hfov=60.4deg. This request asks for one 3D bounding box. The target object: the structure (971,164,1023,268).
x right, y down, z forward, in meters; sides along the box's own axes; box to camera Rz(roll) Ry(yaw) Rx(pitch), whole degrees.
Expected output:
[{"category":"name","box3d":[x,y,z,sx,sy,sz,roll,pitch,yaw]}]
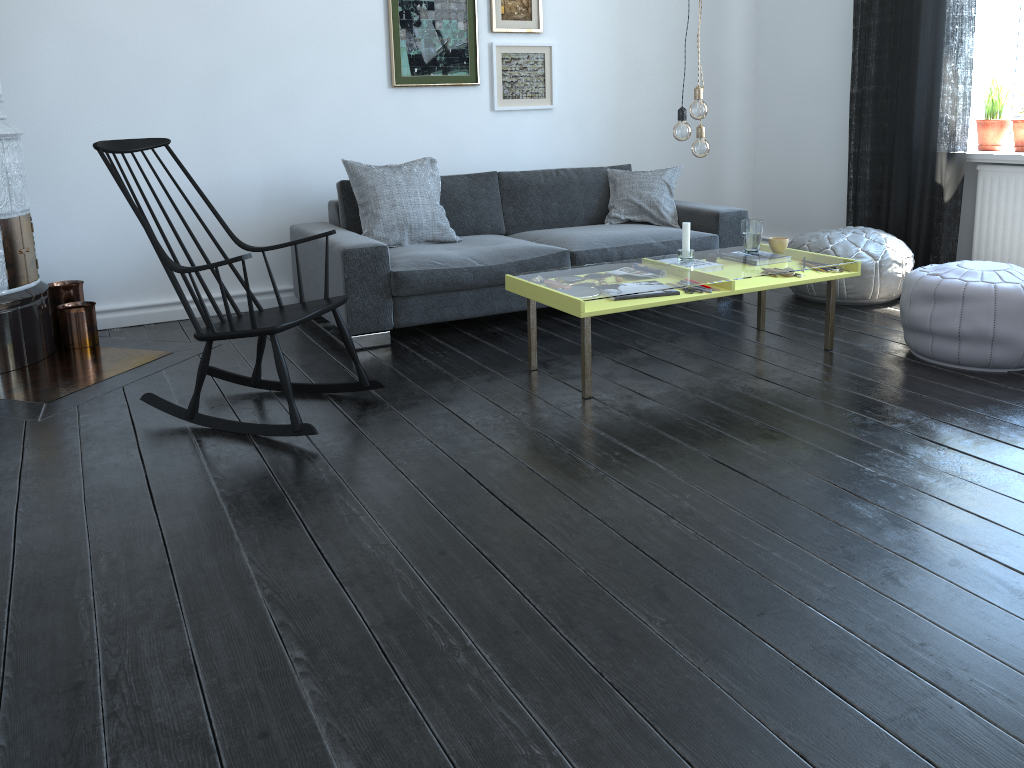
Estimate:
[{"category":"structure","box3d":[2.855,-0.786,4.500,0.074,0.612,1.087,-7,17,-26]}]

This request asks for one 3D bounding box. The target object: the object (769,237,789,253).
[{"category":"object","box3d":[1.213,-0.630,4.010,0.087,0.065,0.089,-1,15,1]}]

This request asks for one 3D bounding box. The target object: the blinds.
[{"category":"blinds","box3d":[2.239,-2.057,4.996,0.113,2.905,0.818,-7,13,-27]}]

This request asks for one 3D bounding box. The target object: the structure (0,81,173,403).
[{"category":"structure","box3d":[-2.331,-1.471,3.700,1.271,2.823,0.795,2,12,18]}]

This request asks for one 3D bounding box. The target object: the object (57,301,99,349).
[{"category":"object","box3d":[-2.103,-0.286,4.276,0.176,0.195,0.174,-12,17,-36]}]

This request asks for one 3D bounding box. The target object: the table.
[{"category":"table","box3d":[0.735,-0.298,3.745,1.410,0.390,0.613,-10,18,-26]}]

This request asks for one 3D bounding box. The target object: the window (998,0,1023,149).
[{"category":"window","box3d":[3.208,-2.157,4.392,0.108,1.940,1.599,-7,15,-26]}]

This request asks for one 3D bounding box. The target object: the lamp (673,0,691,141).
[{"category":"lamp","box3d":[0.669,-1.693,3.398,0.086,1.462,0.076,4,12,24]}]

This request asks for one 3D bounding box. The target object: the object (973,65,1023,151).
[{"category":"object","box3d":[2.761,-1.578,4.999,0.338,0.487,0.304,-14,18,-42]}]

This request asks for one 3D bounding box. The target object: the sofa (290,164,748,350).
[{"category":"sofa","box3d":[0.069,-0.813,4.921,2.389,0.706,1.106,-10,18,-26]}]

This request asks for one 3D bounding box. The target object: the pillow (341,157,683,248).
[{"category":"pillow","box3d":[0.073,-1.079,4.998,2.065,0.481,0.489,-9,16,-22]}]

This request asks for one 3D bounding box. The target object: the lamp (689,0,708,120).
[{"category":"lamp","box3d":[0.730,-1.779,3.401,0.074,1.462,0.076,3,12,20]}]

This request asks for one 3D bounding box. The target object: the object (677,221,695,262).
[{"category":"object","box3d":[0.765,-0.627,3.865,0.074,0.169,0.076,0,12,8]}]

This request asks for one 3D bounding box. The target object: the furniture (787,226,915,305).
[{"category":"furniture","box3d":[1.859,-0.677,4.903,0.683,0.373,0.694,-9,18,-26]}]

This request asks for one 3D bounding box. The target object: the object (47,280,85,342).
[{"category":"object","box3d":[-2.222,-0.365,4.407,0.174,0.274,0.179,-8,15,-26]}]

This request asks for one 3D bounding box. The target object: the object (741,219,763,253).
[{"category":"object","box3d":[1.098,-0.675,4.031,0.098,0.143,0.100,4,14,23]}]

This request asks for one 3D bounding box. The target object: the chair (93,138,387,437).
[{"category":"chair","box3d":[-1.005,-0.388,3.200,0.907,0.982,0.627,3,14,18]}]

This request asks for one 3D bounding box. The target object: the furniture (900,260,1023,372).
[{"category":"furniture","box3d":[1.972,-0.299,3.711,0.615,0.409,0.626,-11,18,-31]}]

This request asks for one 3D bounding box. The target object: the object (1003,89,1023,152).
[{"category":"object","box3d":[2.852,-1.460,4.826,0.235,0.361,0.264,-5,14,-14]}]

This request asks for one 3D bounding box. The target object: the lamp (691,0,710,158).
[{"category":"lamp","box3d":[0.754,-1.643,3.467,0.074,1.462,0.091,-2,11,-3]}]
